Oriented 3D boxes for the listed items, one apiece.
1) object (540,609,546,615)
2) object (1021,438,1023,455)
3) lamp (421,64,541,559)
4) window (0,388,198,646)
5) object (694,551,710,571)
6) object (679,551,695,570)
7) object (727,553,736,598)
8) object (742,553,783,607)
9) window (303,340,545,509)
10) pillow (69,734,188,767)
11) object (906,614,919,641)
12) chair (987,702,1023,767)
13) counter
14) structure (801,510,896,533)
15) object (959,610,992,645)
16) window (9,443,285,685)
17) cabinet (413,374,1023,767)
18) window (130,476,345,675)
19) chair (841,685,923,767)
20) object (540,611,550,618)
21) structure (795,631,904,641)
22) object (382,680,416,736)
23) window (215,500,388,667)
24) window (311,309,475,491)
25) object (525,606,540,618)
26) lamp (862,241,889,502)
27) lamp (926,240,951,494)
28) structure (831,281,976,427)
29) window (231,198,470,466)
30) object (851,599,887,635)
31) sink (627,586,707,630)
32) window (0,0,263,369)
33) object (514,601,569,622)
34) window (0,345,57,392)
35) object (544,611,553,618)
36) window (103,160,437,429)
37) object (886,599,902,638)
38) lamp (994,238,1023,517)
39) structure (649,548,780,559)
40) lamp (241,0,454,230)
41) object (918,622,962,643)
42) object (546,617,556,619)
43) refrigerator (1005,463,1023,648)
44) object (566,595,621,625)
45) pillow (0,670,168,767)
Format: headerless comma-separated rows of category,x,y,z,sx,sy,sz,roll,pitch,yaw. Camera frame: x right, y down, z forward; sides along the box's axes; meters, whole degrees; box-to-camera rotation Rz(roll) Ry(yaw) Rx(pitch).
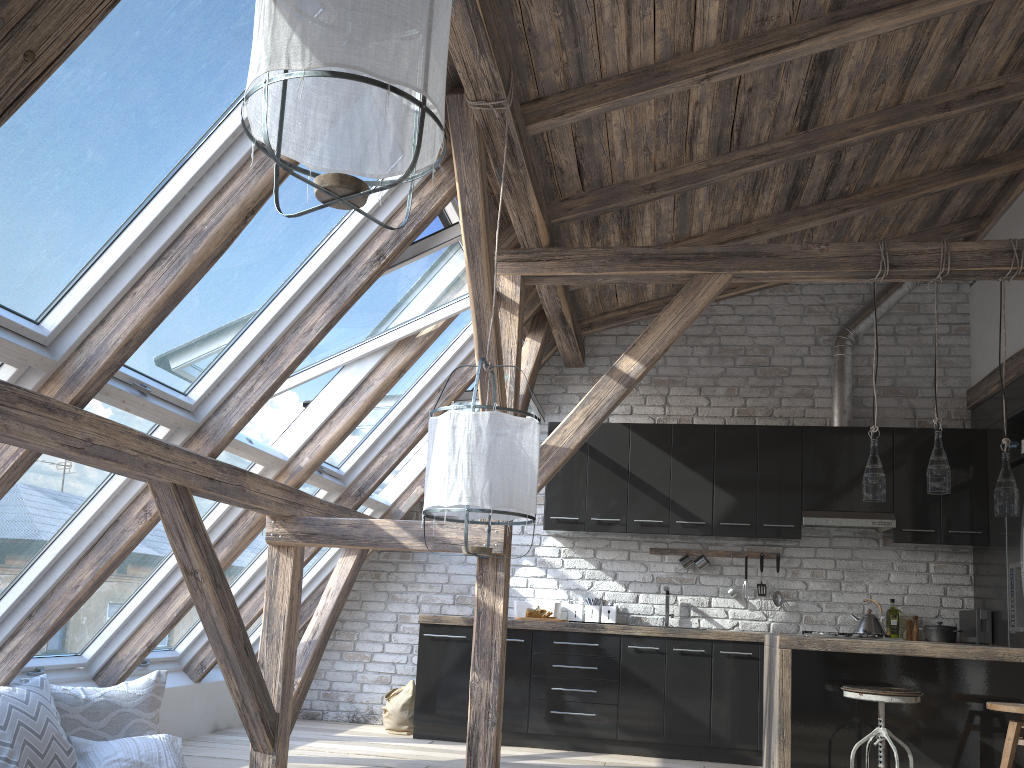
object,0.210,1.618,6.197,0.074,0.066,0.080,7,-13,-18
object,3.247,0.372,5.435,0.210,0.171,0.188,13,-15,-38
lamp,-0.071,-0.306,3.236,0.412,1.858,0.403,10,-11,-38
window,-2.000,0.614,3.430,1.095,1.251,0.874,1,-10,10
object,1.378,1.283,6.378,0.117,0.136,0.095,-2,-12,27
object,1.272,1.284,6.405,0.117,0.136,0.095,1,-10,12
object,1.584,1.378,6.342,0.071,0.320,0.067,2,-8,10
object,1.787,1.393,6.272,0.282,0.374,0.071,1,-8,10
window,-0.569,0.199,6.129,1.519,1.251,0.874,1,-10,10
pillow,-1.721,1.758,4.050,0.543,0.237,0.480,14,-17,-37
object,2.776,1.688,6.100,0.080,0.180,0.040,-1,-9,23
chair,2.308,1.743,3.937,0.342,0.583,0.347,-2,-11,29
counter,1.121,1.896,5.237,3.810,0.835,2.296,1,-14,10
structure,2.315,0.960,6.142,0.599,0.101,0.377,1,-14,10
object,3.098,1.628,5.889,0.088,0.222,0.360,2,-13,10
window,-1.851,0.858,4.329,1.095,1.251,0.874,1,-10,10
cabinet,1.376,1.113,5.383,4.212,2.458,2.139,1,-11,10
window,-1.702,1.102,5.227,1.095,1.251,0.874,1,-10,10
chair,1.704,1.722,4.053,0.356,0.624,0.359,-6,-13,43
object,0.228,1.609,6.141,0.072,0.056,0.085,6,-13,-14
structure,2.255,1.694,5.930,0.605,0.031,0.508,1,-15,10
object,-0.806,2.333,6.406,0.394,0.382,0.344,-5,-14,35
window,-1.552,1.346,6.125,1.095,1.251,0.874,1,-10,10
window,-0.657,-0.044,5.220,1.095,1.251,0.874,1,-10,10
object,0.146,1.589,6.135,0.090,0.085,0.088,6,-12,-13
lamp,1.801,-0.066,4.350,0.108,1.263,0.229,1,-8,12
lamp,2.090,-0.086,4.312,0.108,1.213,0.244,0,-9,22
structure,2.810,-0.265,6.338,0.982,1.259,0.173,1,-8,10
window,-0.855,-0.289,4.330,1.405,1.251,0.874,1,-10,10
object,2.387,1.552,5.875,0.222,0.230,0.227,3,-11,0
sink,1.078,1.667,6.132,0.526,0.505,0.526,1,-12,10
window,-1.105,-0.776,2.525,1.095,1.251,0.874,1,-10,10
object,0.203,1.628,6.303,0.381,0.131,0.604,3,-14,-1
window,-2.150,0.370,2.532,1.095,1.251,0.874,1,-10,10
object,0.251,1.616,6.158,0.073,0.054,0.084,6,-13,-13
window,-0.956,-0.532,3.424,1.095,1.251,0.874,1,-10,10
object,2.656,1.634,6.108,0.089,0.277,0.083,2,-9,5
lamp,2.393,-0.035,4.245,0.109,1.315,0.230,1,-8,12
structure,1.471,1.230,6.394,0.931,0.045,0.083,0,-13,10
lamp,-0.299,-0.987,1.817,0.408,1.279,0.406,5,-9,-14
object,2.902,1.681,5.965,0.247,0.138,0.214,1,-13,8
object,0.277,1.640,6.168,0.069,0.016,0.079,6,-15,-12
refrigerator,3.346,1.375,4.940,0.851,1.883,0.962,2,-9,10
object,0.596,1.650,6.433,0.405,0.197,0.150,0,-11,11
pillow,-2.051,1.584,3.990,0.501,0.522,1.182,0,-14,15
